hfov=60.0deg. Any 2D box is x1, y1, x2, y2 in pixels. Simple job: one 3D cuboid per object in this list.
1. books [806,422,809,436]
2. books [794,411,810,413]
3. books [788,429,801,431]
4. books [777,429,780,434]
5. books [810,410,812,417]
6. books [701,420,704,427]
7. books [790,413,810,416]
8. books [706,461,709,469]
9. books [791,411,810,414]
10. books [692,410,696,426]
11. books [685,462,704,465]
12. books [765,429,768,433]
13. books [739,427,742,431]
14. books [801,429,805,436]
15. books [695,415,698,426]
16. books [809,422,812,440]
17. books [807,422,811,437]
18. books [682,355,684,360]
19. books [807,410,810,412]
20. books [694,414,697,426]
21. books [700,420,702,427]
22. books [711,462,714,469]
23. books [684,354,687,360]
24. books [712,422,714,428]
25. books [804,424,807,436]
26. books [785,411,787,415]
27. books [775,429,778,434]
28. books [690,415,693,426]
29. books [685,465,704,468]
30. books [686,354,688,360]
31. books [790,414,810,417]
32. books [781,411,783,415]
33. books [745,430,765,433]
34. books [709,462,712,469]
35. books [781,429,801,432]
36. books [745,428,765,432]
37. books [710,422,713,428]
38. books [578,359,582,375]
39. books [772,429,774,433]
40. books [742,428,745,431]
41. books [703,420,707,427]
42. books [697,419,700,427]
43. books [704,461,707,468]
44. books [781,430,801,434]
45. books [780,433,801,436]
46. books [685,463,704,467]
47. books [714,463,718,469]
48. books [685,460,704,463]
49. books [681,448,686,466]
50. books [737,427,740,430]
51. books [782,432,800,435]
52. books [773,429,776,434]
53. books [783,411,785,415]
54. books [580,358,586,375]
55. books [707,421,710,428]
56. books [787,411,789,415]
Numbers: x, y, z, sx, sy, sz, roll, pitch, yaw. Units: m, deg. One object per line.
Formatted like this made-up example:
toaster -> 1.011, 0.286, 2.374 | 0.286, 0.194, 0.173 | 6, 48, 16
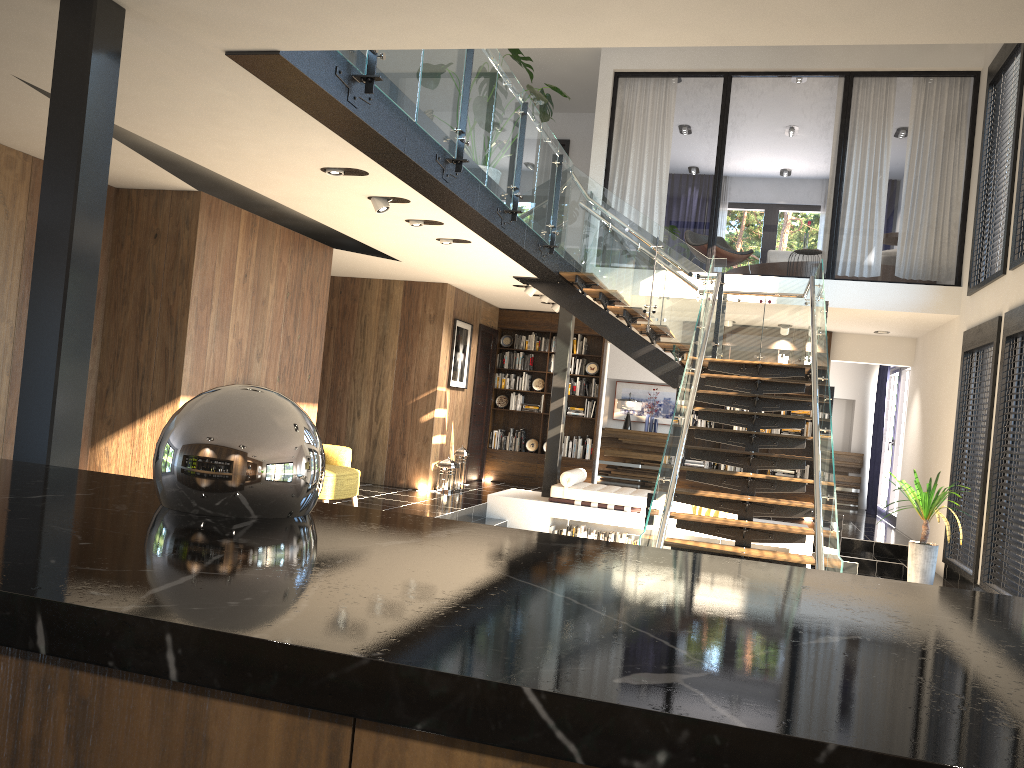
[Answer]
books -> 4.214, 0.667, 12.682 | 0.023, 0.246, 0.147 | 5, -1, 15
books -> 4.146, 0.396, 12.746 | 0.260, 0.020, 0.167 | 5, -1, 13
books -> 4.007, 0.647, 12.740 | 0.272, 0.022, 0.156 | 5, -1, 14
books -> 3.845, 0.617, 12.767 | 0.031, 0.277, 0.168 | 5, -1, 15
books -> 4.292, 0.373, 12.703 | 0.026, 0.219, 0.156 | 5, -1, 15
books -> 2.818, 0.536, 13.064 | 0.029, 0.256, 0.167 | 5, -1, 15
books -> 4.144, 0.437, 12.752 | 0.272, 0.021, 0.156 | 5, -1, 14
books -> 2.890, 1.151, 13.057 | 0.031, 0.310, 0.170 | 5, -1, 15
books -> 4.144, 0.416, 12.748 | 0.259, 0.020, 0.167 | 5, -1, 13
books -> 2.688, 0.516, 13.115 | 0.029, 0.272, 0.152 | 5, -1, 15
books -> 2.700, 1.170, 13.118 | 0.271, 0.025, 0.156 | 5, -1, 16
books -> 3.687, 0.611, 12.824 | 0.026, 0.263, 0.156 | 5, -1, 15
books -> 3.332, 0.587, 12.886 | 0.036, 0.244, 0.194 | 5, -1, 15
books -> 4.160, 0.662, 12.677 | 0.030, 0.244, 0.176 | 5, -1, 15
books -> 2.736, 0.561, 13.108 | 0.033, 0.193, 0.172 | 5, -1, 15
books -> 4.262, 0.671, 12.671 | 0.022, 0.247, 0.133 | 5, -1, 15
books -> 4.233, 0.666, 12.655 | 0.026, 0.251, 0.178 | 5, -1, 15
books -> 2.559, -0.443, 13.196 | 0.026, 0.263, 0.156 | 5, -1, 15
books -> 4.152, 0.376, 12.760 | 0.246, 0.021, 0.148 | 5, -1, 15
books -> 2.713, 0.547, 13.121 | 0.021, 0.216, 0.170 | 5, -1, 15
books -> 2.793, 0.577, 13.091 | 0.027, 0.171, 0.146 | 5, -1, 15
books -> 2.950, 1.206, 13.056 | 0.023, 0.212, 0.124 | 5, -1, 15
books -> 2.584, -0.434, 13.180 | 0.032, 0.250, 0.167 | 5, -1, 15
books -> 2.970, 0.587, 13.074 | 0.022, 0.185, 0.127 | 5, -1, 15
books -> 4.188, 0.681, 12.680 | 0.025, 0.212, 0.168 | 5, -1, 15
books -> 3.950, 0.352, 12.782 | 0.026, 0.196, 0.148 | 5, -1, 15
books -> 3.811, 0.647, 12.764 | 0.026, 0.209, 0.184 | 5, -1, 15
books -> 2.658, 0.551, 13.118 | 0.024, 0.197, 0.173 | 5, -1, 15
books -> 2.695, 1.226, 13.118 | 0.271, 0.025, 0.156 | 5, -1, 16
books -> 2.606, -0.416, 13.166 | 0.021, 0.217, 0.180 | 5, -1, 15
books -> 4.141, 0.458, 12.751 | 0.266, 0.021, 0.156 | 5, -1, 13
books -> 3.910, 0.338, 12.813 | 0.024, 0.219, 0.174 | 5, -1, 15
books -> 3.521, 0.689, 12.862 | 0.275, 0.025, 0.156 | 5, -1, 11
books -> 2.921, 1.157, 13.044 | 0.036, 0.302, 0.186 | 5, -1, 15
books -> 4.003, 0.668, 12.733 | 0.260, 0.021, 0.167 | 5, -1, 13
books -> 3.522, 0.665, 12.860 | 0.261, 0.024, 0.167 | 5, -1, 12
books -> 2.937, 0.570, 13.039 | 0.028, 0.210, 0.169 | 5, -1, 15
books -> 1.057, -0.255, 13.600 | 0.047, 0.238, 0.226 | 5, -1, 15
books -> 3.768, 0.633, 12.808 | 0.025, 0.232, 0.156 | 5, -1, 15
books -> 3.390, 0.585, 12.903 | 0.067, 0.261, 0.159 | 5, -1, 15
books -> 2.850, 0.565, 13.080 | 0.029, 0.205, 0.170 | 5, -1, 15
books -> 2.765, 0.549, 13.088 | 0.030, 0.221, 0.190 | 5, -1, 15
books -> 2.854, 1.160, 13.047 | 0.030, 0.284, 0.177 | 5, -1, 15
books -> 4.001, 0.689, 12.735 | 0.268, 0.022, 0.156 | 5, -1, 11
books -> 3.997, 0.733, 12.735 | 0.274, 0.022, 0.156 | 5, -1, 12
books -> 2.694, 1.198, 13.104 | 0.287, 0.030, 0.176 | 5, -1, 13
books -> 2.995, 1.188, 13.028 | 0.075, 0.254, 0.181 | 5, -1, 15
books -> 2.700, 1.145, 13.108 | 0.257, 0.024, 0.167 | 5, -1, 15
books -> 2.537, 1.102, 13.120 | 0.028, 0.340, 0.203 | 5, -1, 15
books -> 3.307, 0.585, 12.919 | 0.030, 0.245, 0.167 | 5, -1, 15
books -> 4.002, 0.712, 12.745 | 0.247, 0.022, 0.148 | 5, -1, 16
books -> 3.790, 0.644, 12.789 | 0.029, 0.214, 0.149 | 5, -1, 15
books -> 3.934, 0.319, 12.805 | 0.023, 0.261, 0.146 | 5, -1, 15
books -> 1.093, -0.259, 13.575 | 0.035, 0.251, 0.196 | 5, -1, 15
books -> 2.890, 0.553, 13.050 | 0.070, 0.236, 0.207 | 5, -1, 15
books -> 3.985, 0.333, 12.806 | 0.025, 0.243, 0.119 | 5, -1, 15
